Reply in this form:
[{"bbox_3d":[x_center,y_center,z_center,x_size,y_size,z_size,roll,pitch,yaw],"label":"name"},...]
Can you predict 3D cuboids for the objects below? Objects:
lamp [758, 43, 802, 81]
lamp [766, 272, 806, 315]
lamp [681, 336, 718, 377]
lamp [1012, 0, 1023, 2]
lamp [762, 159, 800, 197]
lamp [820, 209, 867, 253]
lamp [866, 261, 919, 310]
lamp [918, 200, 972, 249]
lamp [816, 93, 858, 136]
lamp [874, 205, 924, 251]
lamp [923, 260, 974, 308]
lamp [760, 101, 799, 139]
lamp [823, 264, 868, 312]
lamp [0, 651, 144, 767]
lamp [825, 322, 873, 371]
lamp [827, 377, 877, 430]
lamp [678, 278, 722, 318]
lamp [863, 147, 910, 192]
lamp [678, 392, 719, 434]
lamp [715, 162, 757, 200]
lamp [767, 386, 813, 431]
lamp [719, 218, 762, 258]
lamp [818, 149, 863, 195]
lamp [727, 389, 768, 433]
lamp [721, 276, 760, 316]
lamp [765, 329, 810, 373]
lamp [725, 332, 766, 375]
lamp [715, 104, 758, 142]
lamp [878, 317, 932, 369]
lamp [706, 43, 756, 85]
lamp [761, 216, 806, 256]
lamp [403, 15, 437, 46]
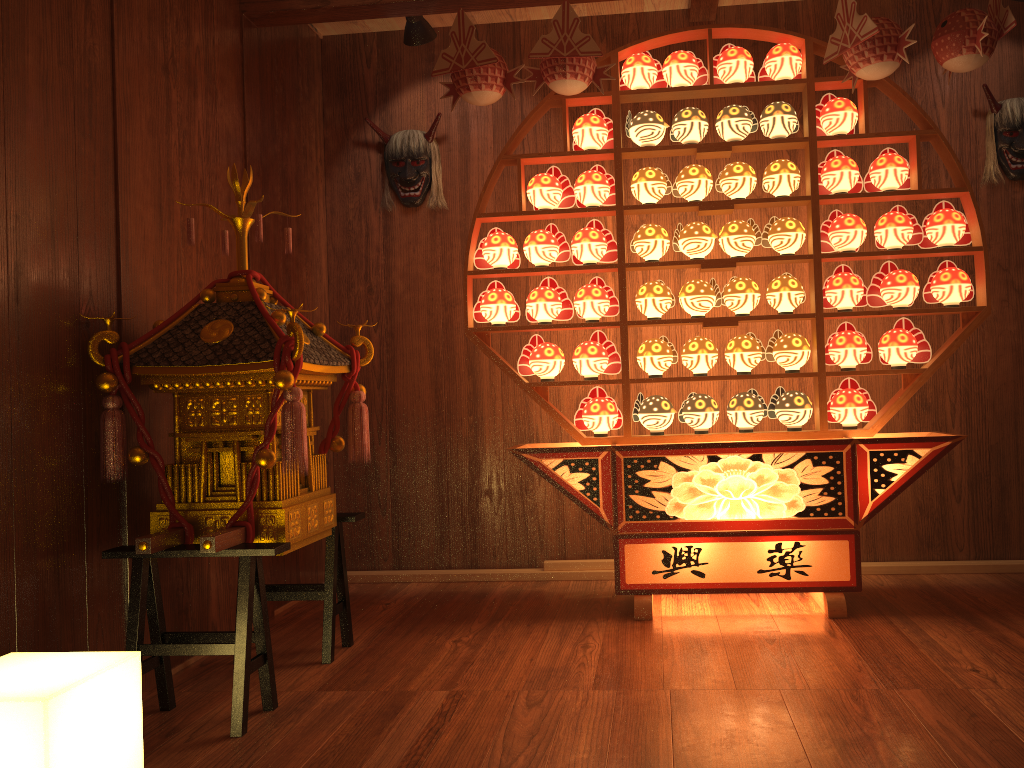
[{"bbox_3d":[1.033,-1.236,3.364,0.187,0.188,0.159,-2,-1,12],"label":"lamp"},{"bbox_3d":[1.034,-0.347,3.354,0.136,0.173,0.161,-2,-1,23],"label":"lamp"},{"bbox_3d":[0.718,-0.109,3.379,0.138,0.161,0.158,-2,-1,8],"label":"lamp"},{"bbox_3d":[1.938,-1.532,3.358,0.132,0.177,0.179,-2,-1,27],"label":"lamp"},{"bbox_3d":[1.024,-0.787,3.359,0.138,0.173,0.159,-2,-1,13],"label":"lamp"},{"bbox_3d":[1.270,-0.583,3.335,0.192,0.187,0.154,-2,-1,-13],"label":"lamp"},{"bbox_3d":[1.458,-0.375,3.314,0.202,0.200,0.155,-2,-1,-8],"label":"lamp"},{"bbox_3d":[1.619,-0.602,3.302,0.195,0.200,0.161,-2,-1,22],"label":"lamp"},{"bbox_3d":[1.239,-1.029,3.343,0.202,0.200,0.155,-2,-1,-8],"label":"lamp"},{"bbox_3d":[1.431,-0.591,3.322,0.175,0.191,0.162,-3,-1,37],"label":"lamp"},{"bbox_3d":[1.637,-0.378,3.297,0.179,0.192,0.160,-2,-1,17],"label":"lamp"},{"bbox_3d":[1.012,-1.007,3.364,0.136,0.173,0.161,-2,-1,23],"label":"lamp"},{"bbox_3d":[1.253,-0.366,3.333,0.186,0.195,0.160,-2,-1,17],"label":"lamp"},{"bbox_3d":[-0.907,0.701,1.660,0.278,0.315,0.282,-2,-1,7],"label":"lamp"},{"bbox_3d":[1.263,-0.145,3.329,0.182,0.194,0.160,-2,-1,17],"label":"lamp"},{"bbox_3d":[1.269,0.072,3.329,0.190,0.197,0.161,-2,-1,22],"label":"lamp"},{"bbox_3d":[0.703,-0.329,3.392,0.160,0.161,0.136,-2,-1,-18],"label":"lamp"},{"bbox_3d":[1.417,-0.812,3.324,0.185,0.195,0.161,-2,-1,22],"label":"lamp"},{"bbox_3d":[0.725,0.110,3.377,0.141,0.161,0.154,-2,-1,-12],"label":"lamp"},{"bbox_3d":[0.867,-0.779,3.375,0.141,0.167,0.154,-2,-1,-12],"label":"lamp"},{"bbox_3d":[1.073,0.092,3.348,0.144,0.173,0.152,-1,-1,-27],"label":"lamp"},{"bbox_3d":[0.855,-0.558,3.384,0.161,0.167,0.135,-1,-1,-28],"label":"lamp"},{"bbox_3d":[1.240,-0.809,3.339,0.199,0.200,0.158,-2,-1,7],"label":"lamp"},{"bbox_3d":[0.885,0.101,3.365,0.134,0.167,0.162,-3,-1,38],"label":"lamp"},{"bbox_3d":[0.879,-0.338,3.368,0.141,0.167,0.155,-2,-1,-7],"label":"lamp"},{"bbox_3d":[1.065,-0.127,3.349,0.144,0.173,0.152,-1,-1,-27],"label":"lamp"},{"bbox_3d":[0.877,-0.118,3.368,0.134,0.167,0.162,-3,-1,38],"label":"lamp"},{"bbox_3d":[0.845,-0.998,3.386,0.162,0.167,0.134,-1,-1,-43],"label":"lamp"},{"bbox_3d":[1.443,-0.154,3.314,0.193,0.200,0.162,-3,-1,42],"label":"lamp"},{"bbox_3d":[0.855,-1.235,3.381,0.201,0.200,0.156,-2,-1,-3],"label":"lamp"},{"bbox_3d":[1.049,-0.568,3.358,0.143,0.173,0.153,-2,-1,-22],"label":"lamp"},{"bbox_3d":[-0.373,-1.449,3.573,0.137,0.176,0.173,-2,-1,-7],"label":"lamp"}]
